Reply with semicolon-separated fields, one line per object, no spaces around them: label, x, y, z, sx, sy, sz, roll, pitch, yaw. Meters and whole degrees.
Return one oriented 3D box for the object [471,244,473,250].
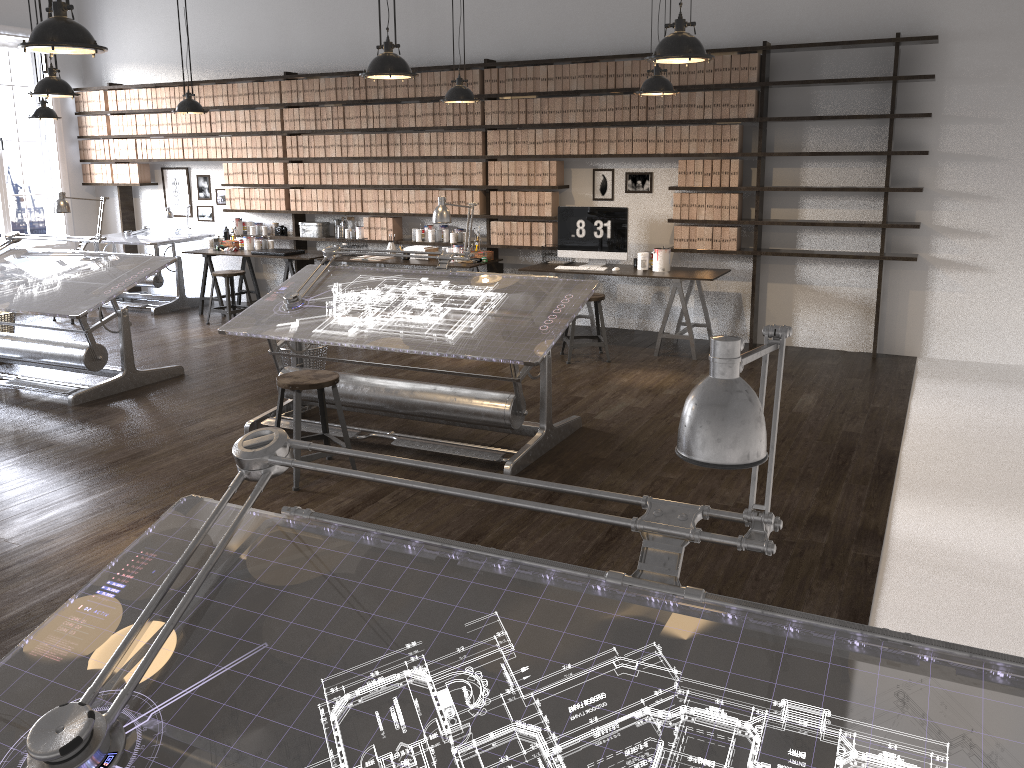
object;-0.382;-1.237;8.279;0.033;0.146;0.005;5;13;25

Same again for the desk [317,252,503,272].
desk;-0.974;-0.867;8.491;1.671;0.662;0.661;6;15;26

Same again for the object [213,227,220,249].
object;-3.173;-1.567;9.506;0.069;0.227;0.068;4;13;23

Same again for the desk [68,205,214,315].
desk;-4.043;-1.419;9.889;1.271;1.086;1.081;6;14;25

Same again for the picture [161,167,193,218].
picture;-3.894;-2.228;10.297;0.416;0.569;0.040;6;13;26

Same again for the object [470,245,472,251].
object;-0.392;-1.238;8.278;0.040;0.129;0.005;5;13;24

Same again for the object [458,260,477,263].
object;-0.408;-1.117;8.066;0.171;0.017;0.011;-2;13;-5

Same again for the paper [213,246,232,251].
paper;-3.066;-1.435;9.376;0.155;0.038;0.139;2;14;11

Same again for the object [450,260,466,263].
object;-0.503;-1.141;8.120;0.197;0.050;0.133;-1;14;-3

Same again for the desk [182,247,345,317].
desk;-2.559;-1.047;9.253;1.671;0.662;0.661;6;15;26

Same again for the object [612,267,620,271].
object;0.874;-0.962;7.410;0.059;0.028;0.107;5;15;22

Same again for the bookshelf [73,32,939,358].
bookshelf;-0.938;-1.527;8.869;9.194;3.174;0.377;6;13;26

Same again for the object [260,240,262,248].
object;-2.667;-1.487;9.443;0.045;0.100;0.045;5;13;25

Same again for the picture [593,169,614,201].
picture;0.828;-1.803;8.015;0.202;0.281;0.022;5;13;25

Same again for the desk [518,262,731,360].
desk;0.950;-0.648;7.566;1.671;0.662;0.661;6;15;26

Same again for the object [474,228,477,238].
object;-0.331;-1.339;8.208;0.055;0.212;0.007;7;14;32

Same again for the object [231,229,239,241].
object;-2.875;-1.630;9.581;0.346;0.144;0.077;-13;17;-40

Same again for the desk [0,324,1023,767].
desk;0.101;0.627;1.168;2.073;1.372;1.086;6;14;26

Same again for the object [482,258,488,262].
object;-0.248;-1.133;8.089;0.049;0.037;0.049;7;15;29

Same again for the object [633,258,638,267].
object;1.093;-1.075;7.634;0.096;0.141;0.093;1;13;5

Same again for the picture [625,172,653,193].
picture;1.128;-1.788;7.865;0.251;0.181;0.023;6;13;26

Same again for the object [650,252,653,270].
object;1.199;-1.033;7.454;0.068;0.153;0.069;0;12;3

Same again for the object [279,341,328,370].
object;-1.412;-0.086;6.016;0.355;0.374;0.355;-12;17;-41

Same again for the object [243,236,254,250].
object;-2.799;-1.499;9.420;0.105;0.140;0.105;4;13;18

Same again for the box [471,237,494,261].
box;-0.294;-1.248;8.193;0.212;0.205;0.139;6;14;26

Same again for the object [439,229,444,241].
object;-0.691;-1.458;8.693;0.044;0.126;0.045;11;16;43

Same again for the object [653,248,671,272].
object;1.243;-1.027;7.355;0.144;0.194;0.147;-1;13;-1

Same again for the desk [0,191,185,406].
desk;-3.583;-0.741;6.646;2.284;1.372;1.086;6;14;26

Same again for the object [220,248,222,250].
object;-3.060;-1.419;9.341;0.011;0.017;0.173;-8;16;-31

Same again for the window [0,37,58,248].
window;-5.690;-2.642;9.781;0.153;2.286;1.256;5;13;25

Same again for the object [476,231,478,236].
object;-0.318;-1.330;8.219;0.006;0.180;0.053;-5;13;-20

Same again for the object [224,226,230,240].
object;-3.105;-1.602;9.643;0.069;0.227;0.068;4;13;23

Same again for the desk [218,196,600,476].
desk;-0.571;-0.398;5.198;2.073;1.372;1.086;6;14;26

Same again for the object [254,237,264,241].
object;-2.709;-1.513;9.495;0.095;0.127;0.095;7;14;29

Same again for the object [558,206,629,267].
object;0.711;-1.282;7.699;0.644;0.512;0.206;6;14;26

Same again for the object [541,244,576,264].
object;0.418;-1.161;7.943;0.284;0.159;0.206;4;14;18

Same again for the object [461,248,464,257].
object;-0.454;-1.208;8.253;0.050;0.110;0.049;6;14;29

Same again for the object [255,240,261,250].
object;-2.694;-1.473;9.388;0.062;0.093;0.062;-6;14;-23

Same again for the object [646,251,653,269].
object;1.175;-1.053;7.538;0.097;0.141;0.096;11;17;42

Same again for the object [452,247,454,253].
object;-0.562;-1.248;8.431;0.045;0.100;0.045;5;13;26

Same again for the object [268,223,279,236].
object;-2.579;-1.660;9.589;0.107;0.160;0.238;-2;14;-8

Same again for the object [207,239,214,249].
object;-3.241;-1.511;9.537;0.068;0.103;0.069;7;14;30

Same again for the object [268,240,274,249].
object;-2.562;-1.484;9.425;0.062;0.093;0.062;-4;13;-14

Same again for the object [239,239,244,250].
object;-2.876;-1.484;9.417;0.050;0.110;0.049;4;13;22

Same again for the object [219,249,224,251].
object;-3.057;-1.414;9.335;0.006;0.006;0.158;1;14;6

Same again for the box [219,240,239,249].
box;-3.013;-1.497;9.513;0.212;0.082;0.139;6;15;25

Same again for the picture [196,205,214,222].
picture;-3.522;-1.959;10.176;0.251;0.181;0.023;6;13;26

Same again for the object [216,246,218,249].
object;-3.138;-1.462;9.479;0.049;0.037;0.049;5;14;22

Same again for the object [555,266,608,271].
object;0.589;-0.983;7.533;0.439;0.017;0.120;5;15;21

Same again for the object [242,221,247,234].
object;-2.952;-1.727;9.780;0.050;0.138;0.051;5;13;23

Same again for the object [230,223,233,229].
object;-2.985;-1.630;9.489;0.071;0.184;0.008;6;13;27

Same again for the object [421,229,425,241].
object;-0.887;-1.472;8.756;0.045;0.126;0.045;5;13;26

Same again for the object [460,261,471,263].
object;-0.415;-1.113;8.064;0.157;0.006;0.006;-14;19;-42

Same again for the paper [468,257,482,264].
paper;-0.375;-1.129;8.082;0.156;0.038;0.138;11;19;39

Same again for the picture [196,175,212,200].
picture;-3.515;-2.243;10.114;0.202;0.281;0.022;5;13;25

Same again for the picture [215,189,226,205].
picture;-3.247;-2.114;10.005;0.251;0.181;0.023;6;13;26

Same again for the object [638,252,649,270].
object;1.104;-1.032;7.458;0.095;0.143;0.095;-10;16;-37

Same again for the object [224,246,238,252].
object;-2.957;-1.421;9.300;0.132;0.050;0.198;-10;17;-33

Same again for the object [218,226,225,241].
object;-3.142;-1.587;9.568;0.069;0.235;0.068;4;13;23

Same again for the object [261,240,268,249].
object;-2.625;-1.477;9.403;0.062;0.092;0.064;-4;13;-14
